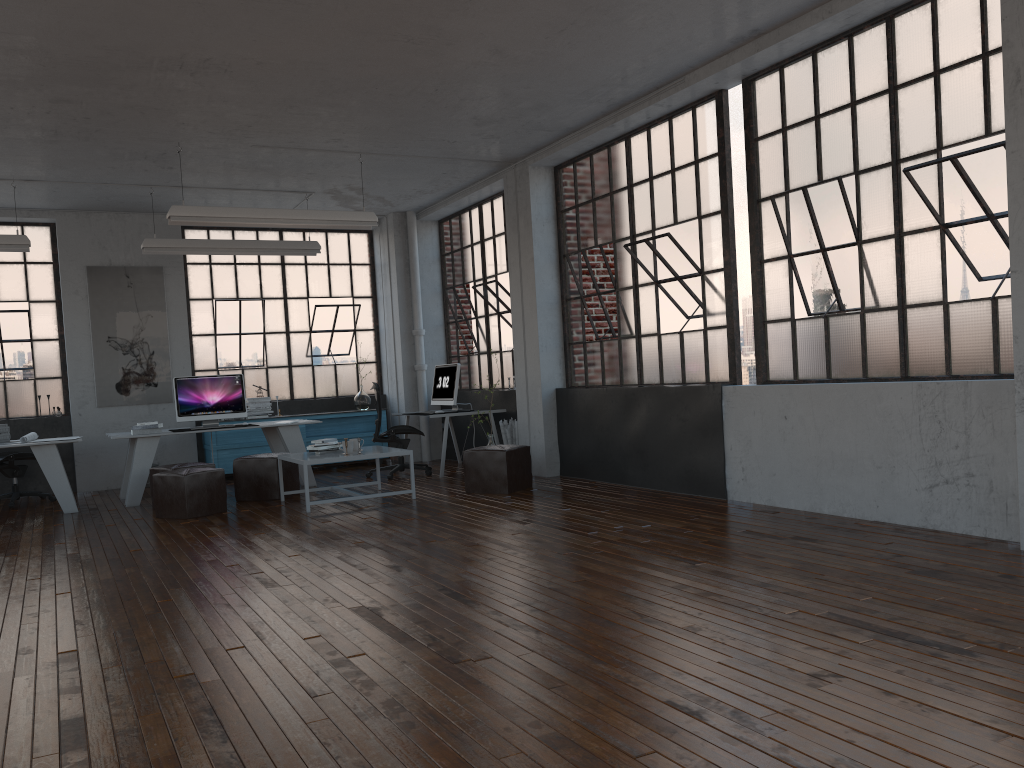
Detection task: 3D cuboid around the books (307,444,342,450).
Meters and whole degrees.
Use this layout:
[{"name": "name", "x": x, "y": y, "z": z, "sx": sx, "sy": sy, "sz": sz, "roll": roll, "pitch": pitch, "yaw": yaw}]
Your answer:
[{"name": "books", "x": -1.752, "y": 0.587, "z": 8.294, "sx": 0.200, "sy": 0.031, "sz": 0.271, "roll": -3, "pitch": 1, "yaw": 38}]

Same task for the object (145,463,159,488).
[{"name": "object", "x": -4.336, "y": 1.062, "z": 10.508, "sx": 0.292, "sy": 0.308, "sz": 0.292, "roll": -3, "pitch": 1, "yaw": 1}]

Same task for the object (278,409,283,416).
[{"name": "object", "x": -2.952, "y": 0.365, "z": 11.262, "sx": 0.088, "sy": 0.085, "sz": 0.088, "roll": -4, "pitch": 2, "yaw": -23}]

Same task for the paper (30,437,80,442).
[{"name": "paper", "x": -4.464, "y": 0.542, "z": 8.683, "sx": 0.428, "sy": 0.001, "sz": 0.484, "roll": -4, "pitch": 1, "yaw": -17}]

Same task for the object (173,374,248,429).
[{"name": "object", "x": -3.175, "y": 0.183, "z": 9.377, "sx": 0.713, "sy": 0.553, "sz": 0.377, "roll": -4, "pitch": 2, "yaw": -26}]

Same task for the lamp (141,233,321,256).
[{"name": "lamp", "x": -3.019, "y": -1.518, "z": 9.638, "sx": 1.876, "sy": 0.205, "sz": 0.202, "roll": -4, "pitch": 1, "yaw": -27}]

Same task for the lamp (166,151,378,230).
[{"name": "lamp", "x": -2.155, "y": -1.756, "z": 8.067, "sx": 1.876, "sy": 0.629, "sz": 0.202, "roll": -4, "pitch": 2, "yaw": -27}]

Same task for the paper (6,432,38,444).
[{"name": "paper", "x": -5.255, "y": 0.557, "z": 8.686, "sx": 1.074, "sy": 0.106, "sz": 0.975, "roll": -4, "pitch": 1, "yaw": -27}]

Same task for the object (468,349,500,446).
[{"name": "object", "x": -0.251, "y": 0.313, "z": 8.814, "sx": 0.330, "sy": 1.341, "sz": 0.618, "roll": -3, "pitch": 2, "yaw": 9}]

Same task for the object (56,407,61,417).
[{"name": "object", "x": -5.309, "y": 0.321, "z": 10.371, "sx": 0.058, "sy": 0.117, "sz": 0.032, "roll": -4, "pitch": 2, "yaw": -13}]

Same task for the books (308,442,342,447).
[{"name": "books", "x": -1.743, "y": 0.568, "z": 8.295, "sx": 0.275, "sy": 0.014, "sz": 0.200, "roll": -4, "pitch": 1, "yaw": -27}]

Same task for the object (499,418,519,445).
[{"name": "object", "x": 0.037, "y": 0.656, "z": 9.725, "sx": 0.293, "sy": 0.628, "sz": 0.274, "roll": -3, "pitch": 2, "yaw": 14}]

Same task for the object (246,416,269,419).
[{"name": "object", "x": -3.171, "y": 0.416, "z": 11.013, "sx": 0.252, "sy": 0.014, "sz": 0.187, "roll": -4, "pitch": 1, "yaw": -27}]

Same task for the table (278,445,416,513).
[{"name": "table", "x": -1.546, "y": 0.856, "z": 8.213, "sx": 0.990, "sy": 0.445, "sz": 0.972, "roll": -4, "pitch": 1, "yaw": -27}]

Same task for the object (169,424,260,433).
[{"name": "object", "x": -3.159, "y": 0.465, "z": 9.385, "sx": 0.847, "sy": 0.008, "sz": 0.687, "roll": -4, "pitch": 1, "yaw": -26}]

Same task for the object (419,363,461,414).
[{"name": "object", "x": -0.842, "y": 0.053, "z": 10.308, "sx": 0.377, "sy": 0.553, "sz": 0.714, "roll": -4, "pitch": 1, "yaw": -26}]

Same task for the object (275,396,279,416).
[{"name": "object", "x": -3.017, "y": 0.281, "z": 11.415, "sx": 0.084, "sy": 0.257, "sz": 0.084, "roll": -2, "pitch": 3, "yaw": 40}]

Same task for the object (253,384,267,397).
[{"name": "object", "x": -3.186, "y": 0.080, "z": 11.221, "sx": 0.177, "sy": 0.161, "sz": 0.092, "roll": -3, "pitch": 2, "yaw": 30}]

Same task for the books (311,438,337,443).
[{"name": "books", "x": -1.751, "y": 0.530, "z": 8.259, "sx": 0.141, "sy": 0.026, "sz": 0.201, "roll": -3, "pitch": 1, "yaw": 33}]

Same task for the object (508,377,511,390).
[{"name": "object", "x": -0.030, "y": -0.007, "z": 10.122, "sx": 0.055, "sy": 0.153, "sz": 0.055, "roll": -3, "pitch": 2, "yaw": 22}]

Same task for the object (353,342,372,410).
[{"name": "object", "x": -1.937, "y": -0.125, "z": 11.698, "sx": 0.434, "sy": 0.941, "sz": 0.231, "roll": -1, "pitch": 3, "yaw": 44}]

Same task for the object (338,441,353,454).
[{"name": "object", "x": -1.502, "y": 0.575, "z": 8.045, "sx": 0.129, "sy": 0.109, "sz": 0.100, "roll": -4, "pitch": 2, "yaw": -19}]

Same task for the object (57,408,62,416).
[{"name": "object", "x": -5.330, "y": 0.329, "z": 10.443, "sx": 0.058, "sy": 0.102, "sz": 0.032, "roll": -3, "pitch": 2, "yaw": 8}]

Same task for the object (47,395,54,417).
[{"name": "object", "x": -5.406, "y": 0.256, "z": 10.355, "sx": 0.085, "sy": 0.260, "sz": 0.085, "roll": -2, "pitch": 2, "yaw": 26}]

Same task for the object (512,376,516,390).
[{"name": "object", "x": 0.026, "y": -0.014, "z": 10.097, "sx": 0.066, "sy": 0.160, "sz": 0.066, "roll": -3, "pitch": 2, "yaw": 4}]

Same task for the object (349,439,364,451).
[{"name": "object", "x": -1.459, "y": 0.570, "z": 8.323, "sx": 0.129, "sy": 0.109, "sz": 0.100, "roll": -4, "pitch": 2, "yaw": -19}]

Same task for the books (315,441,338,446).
[{"name": "books", "x": -1.729, "y": 0.552, "z": 8.268, "sx": 0.185, "sy": 0.026, "sz": 0.125, "roll": -3, "pitch": 1, "yaw": 3}]

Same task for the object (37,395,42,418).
[{"name": "object", "x": -5.496, "y": 0.262, "z": 10.326, "sx": 0.085, "sy": 0.260, "sz": 0.085, "roll": -2, "pitch": 2, "yaw": 26}]

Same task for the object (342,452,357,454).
[{"name": "object", "x": -1.478, "y": 0.628, "z": 8.054, "sx": 0.137, "sy": 0.003, "sz": 0.137, "roll": -3, "pitch": 1, "yaw": -7}]

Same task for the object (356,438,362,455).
[{"name": "object", "x": -1.358, "y": 0.550, "z": 7.894, "sx": 0.055, "sy": 0.153, "sz": 0.055, "roll": -2, "pitch": 3, "yaw": 39}]

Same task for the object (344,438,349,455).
[{"name": "object", "x": -1.470, "y": 0.559, "z": 7.872, "sx": 0.052, "sy": 0.148, "sz": 0.052, "roll": -3, "pitch": 2, "yaw": 13}]

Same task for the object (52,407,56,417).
[{"name": "object", "x": -5.371, "y": 0.325, "z": 10.402, "sx": 0.058, "sy": 0.117, "sz": 0.032, "roll": -3, "pitch": 2, "yaw": 24}]

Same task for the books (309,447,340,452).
[{"name": "books", "x": -1.752, "y": 0.610, "z": 8.296, "sx": 0.274, "sy": 0.025, "sz": 0.210, "roll": -3, "pitch": 1, "yaw": -7}]

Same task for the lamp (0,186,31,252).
[{"name": "lamp", "x": -5.590, "y": -1.574, "z": 8.298, "sx": 1.876, "sy": 0.629, "sz": 0.202, "roll": -4, "pitch": 2, "yaw": -27}]

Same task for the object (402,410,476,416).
[{"name": "object", "x": -0.829, "y": 0.336, "z": 10.319, "sx": 0.686, "sy": 0.008, "sz": 0.848, "roll": -4, "pitch": 1, "yaw": -26}]

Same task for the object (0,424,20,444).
[{"name": "object", "x": -5.083, "y": 0.493, "z": 8.700, "sx": 0.416, "sy": 0.183, "sz": 0.389, "roll": -3, "pitch": 1, "yaw": 3}]
